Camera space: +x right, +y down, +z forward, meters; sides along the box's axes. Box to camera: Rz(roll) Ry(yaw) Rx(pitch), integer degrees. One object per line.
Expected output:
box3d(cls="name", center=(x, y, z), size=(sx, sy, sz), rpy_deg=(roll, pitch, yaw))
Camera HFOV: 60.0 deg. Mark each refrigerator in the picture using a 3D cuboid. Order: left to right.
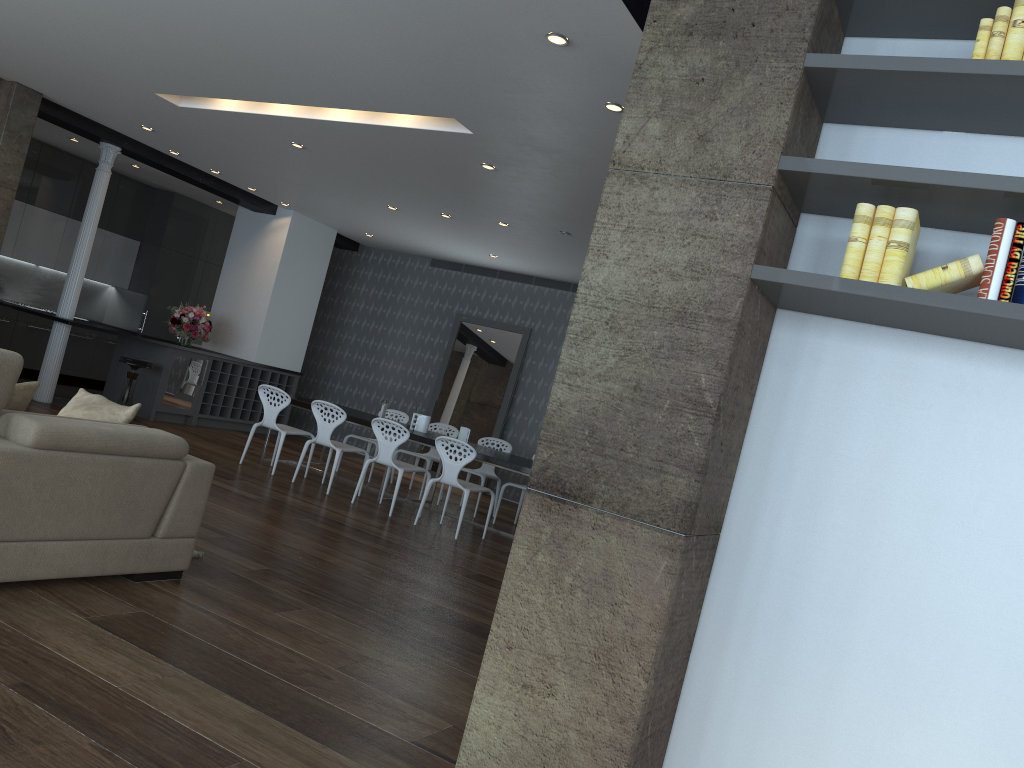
box3d(cls="refrigerator", center=(-3.991, -0.019, 10.741), size=(0.075, 0.774, 0.578), rpy_deg=(14, -2, 32))

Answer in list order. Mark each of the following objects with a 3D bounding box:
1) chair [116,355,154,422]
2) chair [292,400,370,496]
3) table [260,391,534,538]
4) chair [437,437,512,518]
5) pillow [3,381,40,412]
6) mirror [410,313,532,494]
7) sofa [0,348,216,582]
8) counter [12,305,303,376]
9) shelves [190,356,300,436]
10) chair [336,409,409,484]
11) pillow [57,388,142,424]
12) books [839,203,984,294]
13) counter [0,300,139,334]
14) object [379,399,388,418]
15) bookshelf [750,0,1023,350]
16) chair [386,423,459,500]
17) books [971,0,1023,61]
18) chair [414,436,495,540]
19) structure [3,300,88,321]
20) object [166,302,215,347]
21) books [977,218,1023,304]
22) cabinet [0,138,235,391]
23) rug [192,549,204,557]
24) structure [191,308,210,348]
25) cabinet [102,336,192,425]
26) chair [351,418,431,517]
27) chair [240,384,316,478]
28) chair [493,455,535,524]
box3d(cls="chair", center=(-1.869, 0.751, 7.762), size=(21.556, 0.952, 16.134), rpy_deg=(14, -1, 28))
box3d(cls="chair", center=(-1.714, 0.606, 8.529), size=(0.495, 0.835, 0.581), rpy_deg=(14, -1, 28))
box3d(cls="table", center=(-0.986, 0.861, 9.145), size=(3.400, 0.733, 1.200), rpy_deg=(14, -1, 28))
box3d(cls="chair", center=(-0.367, 0.977, 9.611), size=(0.495, 0.835, 0.581), rpy_deg=(14, -1, 28))
box3d(cls="pillow", center=(-2.333, 0.143, 3.712), size=(0.301, 0.439, 0.534), rpy_deg=(14, -2, 31))
box3d(cls="mirror", center=(-0.577, 0.230, 12.036), size=(1.200, 2.294, 0.240), rpy_deg=(14, -1, 28))
box3d(cls="sofa", center=(-2.491, 0.231, 3.490), size=(1.021, 0.950, 2.581), rpy_deg=(14, -1, 28))
box3d(cls="counter", center=(-4.197, -0.487, 11.078), size=(1.000, 0.040, 3.700), rpy_deg=(14, -1, 28))
box3d(cls="shelves", center=(-3.866, 0.103, 11.951), size=(0.900, 0.897, 1.700), rpy_deg=(14, -1, 28))
box3d(cls="chair", center=(-1.574, 0.683, 10.266), size=(0.495, 0.835, 0.581), rpy_deg=(14, -1, 28))
box3d(cls="pillow", center=(-2.203, 0.217, 4.494), size=(0.518, 0.393, 0.395), rpy_deg=(14, -2, 31))
box3d(cls="books", center=(1.101, -0.338, 2.417), size=(0.345, 0.224, 0.189), rpy_deg=(14, -1, 28))
box3d(cls="counter", center=(-6.497, -0.948, 11.239), size=(0.807, 0.223, 3.597), rpy_deg=(14, -1, 28))
box3d(cls="object", center=(-1.370, 0.268, 9.356), size=(0.076, 0.233, 0.161), rpy_deg=(14, -1, 9))
box3d(cls="bookshelf", center=(2.932, -0.222, 1.543), size=(4.804, 0.942, 0.400), rpy_deg=(14, -1, 28))
box3d(cls="chair", center=(-0.971, 0.830, 9.938), size=(0.495, 0.835, 0.581), rpy_deg=(14, -1, 28))
box3d(cls="books", center=(1.381, -0.896, 2.339), size=(0.278, 0.220, 0.209), rpy_deg=(14, -1, 26))
box3d(cls="chair", center=(-0.478, 0.907, 7.869), size=(0.495, 0.835, 0.581), rpy_deg=(14, -1, 28))
box3d(cls="structure", center=(-6.164, -0.963, 11.756), size=(0.520, 0.066, 0.900), rpy_deg=(14, -1, 28))
box3d(cls="object", center=(-4.011, -0.742, 11.092), size=(0.570, 0.552, 0.544), rpy_deg=(14, -2, 34))
box3d(cls="books", center=(2.532, 0.000, 1.646), size=(2.981, 0.237, 0.242), rpy_deg=(14, -1, 28))
box3d(cls="cabinet", center=(-5.463, -1.366, 12.935), size=(0.827, 2.980, 7.409), rpy_deg=(14, -1, 28))
box3d(cls="rug", center=(-3.928, 0.347, 3.712), size=(2.972, 0.020, 4.231), rpy_deg=(14, -1, 28))
box3d(cls="structure", center=(-4.982, -0.881, 13.802), size=(0.591, 0.596, 0.595), rpy_deg=(14, -1, 28))
box3d(cls="cabinet", center=(-4.390, -0.056, 10.916), size=(0.900, 0.897, 0.642), rpy_deg=(14, -1, 28))
box3d(cls="chair", center=(-1.085, 0.759, 8.177), size=(0.495, 0.835, 0.581), rpy_deg=(14, -1, 28))
box3d(cls="chair", center=(-2.315, 0.459, 8.860), size=(0.495, 0.835, 0.581), rpy_deg=(14, -1, 28))
box3d(cls="chair", center=(0.236, 1.124, 9.283), size=(0.495, 0.835, 0.581), rpy_deg=(14, -1, 28))
